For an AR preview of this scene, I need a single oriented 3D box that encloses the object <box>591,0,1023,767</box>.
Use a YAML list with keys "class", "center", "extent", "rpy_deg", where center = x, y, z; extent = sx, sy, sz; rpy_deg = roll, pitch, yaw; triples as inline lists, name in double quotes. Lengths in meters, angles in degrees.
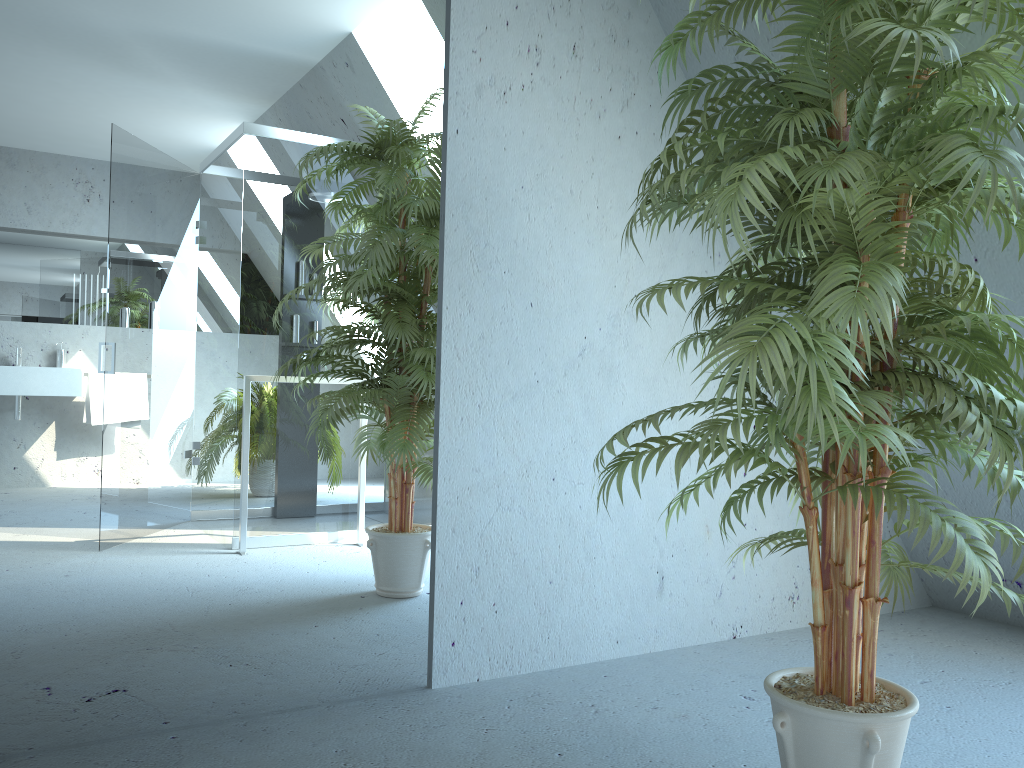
- class: "object"
  center: [0.674, -0.160, 1.746]
  extent: [0.980, 2.034, 1.020]
  rpy_deg: [1, 0, 18]
